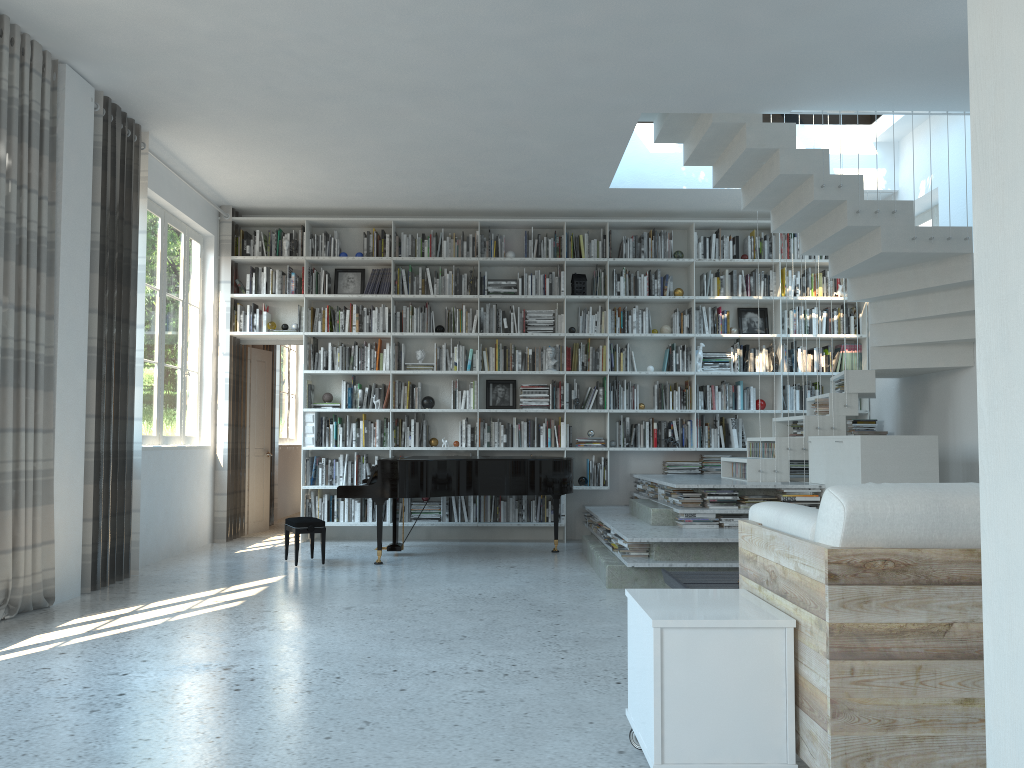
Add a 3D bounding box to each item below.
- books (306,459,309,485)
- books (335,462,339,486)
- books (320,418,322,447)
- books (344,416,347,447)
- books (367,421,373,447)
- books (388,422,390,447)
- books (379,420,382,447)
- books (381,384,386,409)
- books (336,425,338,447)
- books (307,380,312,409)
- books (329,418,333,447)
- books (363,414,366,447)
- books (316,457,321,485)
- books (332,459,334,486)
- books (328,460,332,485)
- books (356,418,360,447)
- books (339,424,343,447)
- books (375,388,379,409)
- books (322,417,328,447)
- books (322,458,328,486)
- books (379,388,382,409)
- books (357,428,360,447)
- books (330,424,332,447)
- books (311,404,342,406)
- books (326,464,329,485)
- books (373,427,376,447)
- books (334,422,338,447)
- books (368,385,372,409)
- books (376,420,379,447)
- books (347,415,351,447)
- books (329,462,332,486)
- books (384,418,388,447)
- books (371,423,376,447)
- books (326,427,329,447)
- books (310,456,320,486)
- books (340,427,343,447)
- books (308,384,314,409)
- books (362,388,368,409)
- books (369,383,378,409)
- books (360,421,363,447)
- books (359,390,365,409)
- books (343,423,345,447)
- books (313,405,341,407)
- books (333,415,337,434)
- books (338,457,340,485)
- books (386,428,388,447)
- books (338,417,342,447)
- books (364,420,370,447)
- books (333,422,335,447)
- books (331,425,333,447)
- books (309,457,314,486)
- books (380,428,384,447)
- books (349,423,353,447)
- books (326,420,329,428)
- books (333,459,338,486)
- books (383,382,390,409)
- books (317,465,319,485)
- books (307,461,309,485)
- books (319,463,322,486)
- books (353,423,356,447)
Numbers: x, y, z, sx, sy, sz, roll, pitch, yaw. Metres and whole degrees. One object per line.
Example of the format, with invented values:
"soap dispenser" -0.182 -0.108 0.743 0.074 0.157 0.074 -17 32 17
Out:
"books" -1.995 0.861 8.672 0.012 0.254 0.161 0 -3 -1
"books" -1.699 0.873 8.662 0.028 0.229 0.157 0 -3 -1
"books" -1.859 0.474 8.695 0.008 0.285 0.159 0 -3 -1
"books" -1.611 0.465 8.672 0.019 0.300 0.180 0 -3 -1
"books" -1.389 0.492 8.682 0.028 0.249 0.159 0 -3 -1
"books" -1.199 0.497 8.685 0.010 0.240 0.174 0 -3 -1
"books" -1.289 0.488 8.698 0.013 0.260 0.142 0 -3 -1
"books" -1.261 0.127 8.714 0.021 0.251 0.154 0 -3 -1
"books" -1.702 0.511 8.699 0.016 0.211 0.146 0 -3 -1
"books" -1.993 0.108 8.713 0.012 0.285 0.159 0 -3 -1
"books" -1.772 0.476 8.681 0.008 0.279 0.164 0 -3 -1
"books" -1.441 0.455 8.686 0.021 0.322 0.172 0 -3 -1
"books" -1.892 0.851 8.673 0.010 0.273 0.150 0 -3 -1
"books" -1.730 0.859 8.654 0.013 0.256 0.189 0 -3 -1
"books" -1.775 0.865 8.684 0.022 0.248 0.134 0 -3 -1
"books" -1.511 0.476 8.685 0.014 0.282 0.150 0 -3 -1
"books" -1.670 0.506 8.673 0.015 0.219 0.190 0 -3 -1
"books" -1.314 0.148 8.700 0.030 0.207 0.172 0 -3 -1
"books" -1.831 0.469 8.687 0.014 0.294 0.171 0 -3 -1
"books" -1.825 0.854 8.658 0.029 0.266 0.171 0 -3 -1
"books" -1.285 0.147 8.710 0.027 0.209 0.144 0 -3 -1
"books" -1.490 0.525 8.674 0.029 0.181 0.190 0 -3 -1
"books" -1.761 0.507 8.686 0.015 0.218 0.176 0 -3 -1
"books" -1.809 0.208 8.700 0.285 0.012 0.159 0 -4 3
"books" -1.798 0.889 8.678 0.025 0.199 0.137 0 -3 -1
"books" -1.338 0.521 8.698 0.023 0.194 0.140 0 -3 -1
"books" -1.714 0.493 8.668 0.009 0.244 0.184 0 -3 -1
"books" -1.396 0.132 8.721 0.013 0.241 0.141 0 -3 -1
"books" -1.305 0.484 8.679 0.021 0.265 0.185 0 -3 -1
"books" -1.596 0.463 8.685 0.012 0.306 0.189 0 -3 -1
"books" -1.750 0.876 8.650 0.028 0.223 0.189 0 -3 -1
"books" -1.234 0.474 8.679 0.014 0.286 0.179 0 -3 -1
"books" -1.363 0.503 8.696 0.025 0.229 0.153 0 -3 -1
"books" -1.785 0.519 8.658 0.019 0.189 0.193 0 -3 -1
"books" -1.923 0.845 8.653 0.052 0.283 0.172 0 -3 -1
"books" -1.654 0.521 8.669 0.016 0.188 0.183 0 -3 -1
"books" -1.973 0.128 8.702 0.028 0.243 0.156 0 -3 -1
"books" -1.431 0.145 8.720 0.056 0.214 0.143 0 -3 -1
"books" -1.359 0.124 8.707 0.060 0.255 0.158 0 -3 -1
"books" -1.463 0.490 8.687 0.026 0.254 0.176 0 -3 -1
"books" -1.473 0.155 8.685 0.029 0.190 0.189 0 -3 -1
"books" -1.638 0.502 8.704 0.016 0.230 0.136 0 -3 -1
"books" -1.809 0.220 8.702 0.254 0.012 0.161 0 -4 -4
"books" -1.735 0.458 8.685 0.006 0.314 0.145 0 -3 -1
"books" -1.679 0.853 8.682 0.013 0.273 0.146 0 -3 -1
"books" -1.216 0.526 8.710 0.023 0.187 0.130 0 -3 -1
"books" -1.681 0.472 8.669 0.007 0.286 0.182 0 -3 -1
"books" -1.417 0.486 8.677 0.028 0.260 0.181 0 -3 -1
"books" -1.725 0.494 8.681 0.014 0.243 0.171 0 -3 -1
"books" -1.746 0.507 8.673 0.015 0.216 0.180 0 -3 -1
"books" -1.954 0.848 8.643 0.011 0.277 0.189 0 -3 -1
"books" -1.262 0.527 8.696 0.041 0.181 0.141 0 -3 -1
"books" -1.568 0.502 8.701 0.045 0.230 0.138 0 -3 -1
"books" -1.798 0.483 8.676 0.007 0.264 0.177 0 -3 -1
"books" -1.718 0.861 8.649 0.010 0.252 0.178 0 -3 -1
"books" -1.209 0.112 8.676 0.082 0.276 0.228 0 -3 -1
"books" -1.875 0.889 8.672 0.024 0.197 0.148 0 -3 -1
"books" -1.974 0.868 8.658 0.029 0.239 0.154 0 -3 -1
"books" -1.851 0.877 8.651 0.022 0.220 0.187 0 -3 -1
"books" -1.532 0.502 8.685 0.027 0.229 0.159 0 -3 -1
